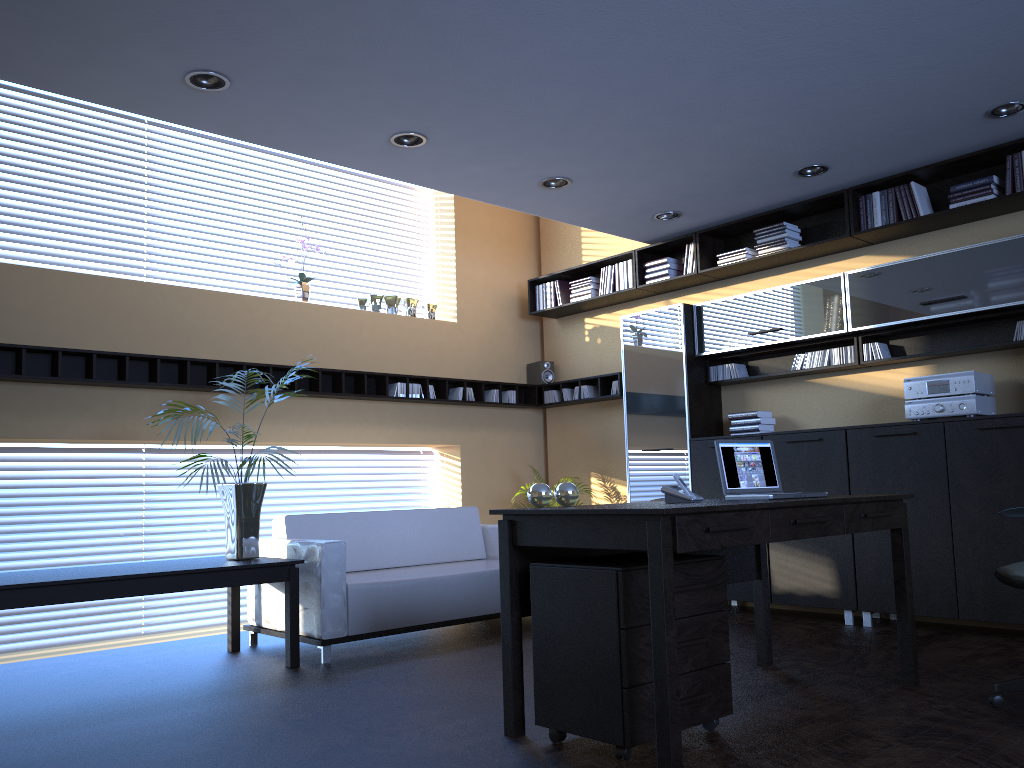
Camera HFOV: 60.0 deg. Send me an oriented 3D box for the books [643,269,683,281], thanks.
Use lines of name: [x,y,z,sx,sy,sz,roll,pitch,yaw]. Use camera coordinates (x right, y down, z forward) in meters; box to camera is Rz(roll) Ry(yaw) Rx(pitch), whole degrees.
books: [1.278,-0.913,7.497,0.207,0.050,0.259,4,-9,-42]

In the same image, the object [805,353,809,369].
object: [2.212,-0.166,6.534,0.140,0.115,0.036,4,-8,-42]

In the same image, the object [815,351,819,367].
object: [2.264,-0.175,6.473,0.140,0.115,0.036,4,-8,-42]

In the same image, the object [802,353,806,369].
object: [2.195,-0.164,6.547,0.142,0.118,0.040,4,-8,-42]

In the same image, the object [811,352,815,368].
object: [2.244,-0.172,6.496,0.142,0.118,0.040,4,-8,-42]

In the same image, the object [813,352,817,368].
object: [2.253,-0.173,6.491,0.142,0.118,0.040,4,-8,-42]

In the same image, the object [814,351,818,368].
object: [2.255,-0.174,6.479,0.140,0.115,0.036,4,-8,-42]

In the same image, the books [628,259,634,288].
books: [1.092,-0.936,7.702,0.207,0.258,0.050,4,-8,-42]

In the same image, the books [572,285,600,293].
books: [0.713,-0.858,8.149,0.207,0.028,0.259,4,-9,-42]

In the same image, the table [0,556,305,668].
table: [-2.194,1.312,4.796,1.896,0.601,0.899,4,-9,-42]

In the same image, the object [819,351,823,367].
object: [2.288,-0.178,6.455,0.142,0.118,0.040,4,-8,-42]

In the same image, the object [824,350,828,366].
object: [2.309,-0.183,6.420,0.140,0.115,0.036,4,-8,-42]

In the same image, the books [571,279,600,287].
books: [0.709,-0.915,8.151,0.207,0.028,0.259,4,-9,-42]

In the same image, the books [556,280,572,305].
books: [0.515,-0.841,8.347,0.207,0.259,0.075,4,-8,-43]

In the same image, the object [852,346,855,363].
object: [2.446,-0.206,6.265,0.142,0.120,0.009,4,-8,-42]

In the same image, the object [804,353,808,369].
object: [2.202,-0.166,6.540,0.142,0.118,0.040,4,-8,-42]

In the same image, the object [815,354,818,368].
object: [2.265,-0.175,6.475,0.142,0.118,0.040,4,-8,-42]

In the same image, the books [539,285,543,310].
books: [0.351,-0.814,8.535,0.207,0.258,0.050,4,-8,-43]

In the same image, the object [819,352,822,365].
object: [2.279,-0.177,6.460,0.142,0.118,0.040,4,-8,-42]

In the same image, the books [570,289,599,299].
books: [0.697,-0.817,8.149,0.207,0.050,0.259,4,-9,-43]

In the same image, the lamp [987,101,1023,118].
lamp: [2.800,-1.594,5.011,0.209,0.096,0.208,-8,-9,42]

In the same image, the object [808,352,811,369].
object: [2.226,-0.169,6.521,0.142,0.118,0.040,4,-8,-42]

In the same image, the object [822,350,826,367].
object: [2.299,-0.181,6.438,0.142,0.118,0.040,4,-8,-42]

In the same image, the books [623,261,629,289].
books: [1.057,-0.931,7.741,0.207,0.258,0.050,3,-8,-41]

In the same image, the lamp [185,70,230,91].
lamp: [-1.502,-1.537,4.374,0.209,0.096,0.208,-4,-7,18]

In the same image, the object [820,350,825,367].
object: [2.290,-0.180,6.443,0.142,0.118,0.040,4,-8,-42]

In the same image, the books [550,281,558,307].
books: [0.453,-0.831,8.418,0.207,0.258,0.050,4,-8,-42]

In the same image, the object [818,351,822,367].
object: [2.275,-0.178,6.457,0.140,0.115,0.036,4,-8,-42]

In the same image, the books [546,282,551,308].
books: [0.418,-0.825,8.456,0.207,0.258,0.050,4,-8,-42]

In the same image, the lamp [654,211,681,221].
lamp: [1.188,-1.331,6.792,0.208,0.096,0.210,1,-7,-24]

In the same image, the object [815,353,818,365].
object: [2.259,-0.174,6.483,0.142,0.118,0.040,4,-8,-42]

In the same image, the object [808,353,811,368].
object: [2.225,-0.169,6.519,0.140,0.115,0.036,4,-8,-42]

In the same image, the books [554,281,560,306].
books: [0.498,-0.838,8.374,0.207,0.259,0.075,4,-8,-43]

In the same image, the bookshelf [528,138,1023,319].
bookshelf: [2.001,-1.100,6.735,0.362,0.339,5.134,4,-9,-42]

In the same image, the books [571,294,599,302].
books: [0.702,-0.767,8.133,0.207,0.050,0.259,4,-9,-41]

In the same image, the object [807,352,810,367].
object: [2.216,-0.168,6.525,0.140,0.115,0.036,4,-8,-42]

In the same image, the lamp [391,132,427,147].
lamp: [-0.605,-1.468,5.180,0.209,0.096,0.208,-4,-7,18]

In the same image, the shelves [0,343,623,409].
shelves: [-1.775,-0.109,6.192,6.627,0.213,1.251,4,-9,-42]

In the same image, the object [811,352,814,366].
object: [2.239,-0.171,6.505,0.140,0.115,0.036,4,-8,-42]

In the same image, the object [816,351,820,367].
object: [2.267,-0.177,6.463,0.142,0.118,0.040,4,-8,-42]

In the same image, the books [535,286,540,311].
books: [0.314,-0.808,8.571,0.207,0.258,0.050,4,-8,-42]

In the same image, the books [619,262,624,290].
books: [1.028,-0.925,7.784,0.207,0.258,0.050,4,-8,-42]

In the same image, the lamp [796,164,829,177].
lamp: [1.994,-1.462,5.901,0.209,0.096,0.208,-8,-9,42]

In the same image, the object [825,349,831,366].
object: [2.318,-0.184,6.414,0.142,0.118,0.040,4,-8,-42]

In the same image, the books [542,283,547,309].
books: [0.378,-0.820,8.489,0.207,0.258,0.050,4,-8,-43]

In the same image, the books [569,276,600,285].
books: [0.693,-0.941,8.168,0.207,0.028,0.259,4,-9,-42]

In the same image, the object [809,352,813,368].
object: [2.228,-0.170,6.509,0.142,0.118,0.040,4,-8,-42]

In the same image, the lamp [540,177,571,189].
lamp: [0.292,-1.399,5.986,0.209,0.096,0.208,-6,-8,30]

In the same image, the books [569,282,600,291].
books: [0.690,-0.886,8.147,0.207,0.028,0.259,4,-9,-41]

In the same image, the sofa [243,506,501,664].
sofa: [-0.678,1.305,6.180,2.058,0.846,1.016,4,-9,-42]

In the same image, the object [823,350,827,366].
object: [2.305,-0.182,6.430,0.142,0.118,0.040,4,-8,-42]
